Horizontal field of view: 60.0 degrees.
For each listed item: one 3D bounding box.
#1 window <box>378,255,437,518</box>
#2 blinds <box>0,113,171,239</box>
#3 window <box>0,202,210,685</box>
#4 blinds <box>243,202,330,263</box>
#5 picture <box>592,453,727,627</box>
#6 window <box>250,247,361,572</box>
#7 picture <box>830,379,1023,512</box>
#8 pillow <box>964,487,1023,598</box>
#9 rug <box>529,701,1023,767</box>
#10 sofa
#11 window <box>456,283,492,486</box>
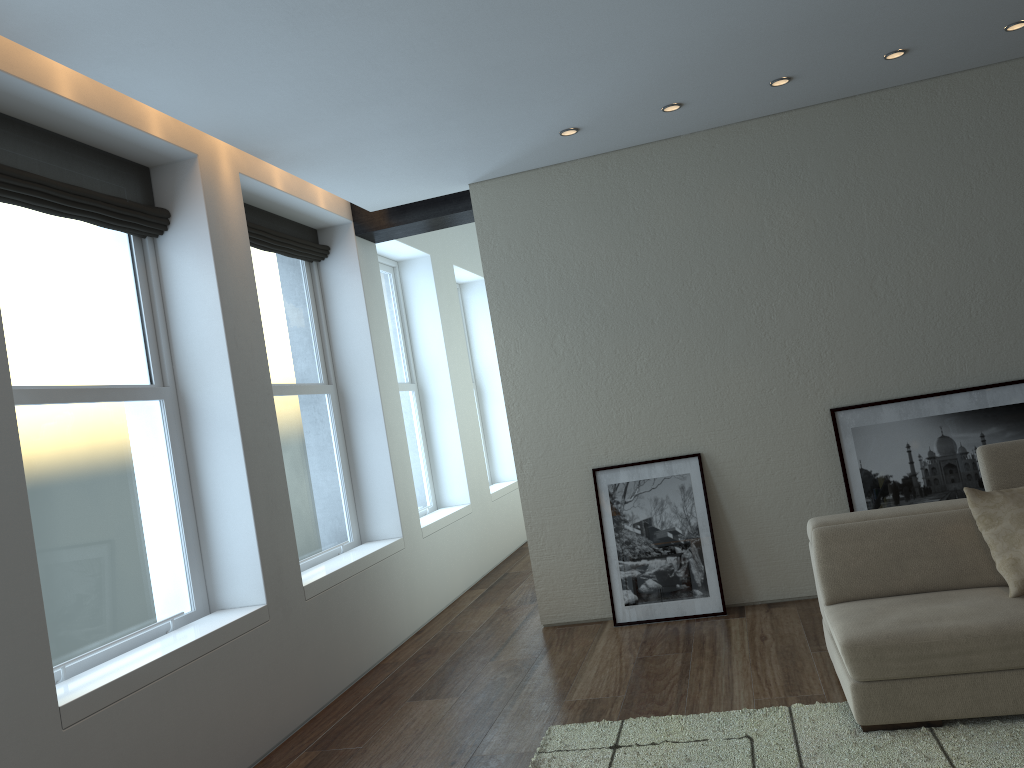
[{"bbox_3d":[-1.046,0.051,7.564,0.123,2.400,1.373,-10,-2,13],"label":"window"},{"bbox_3d":[-2.021,-0.942,3.916,0.156,0.393,1.442,-10,-2,13],"label":"blinds"},{"bbox_3d":[-1.916,0.069,3.895,0.123,2.400,1.443,-10,-2,13],"label":"window"},{"bbox_3d":[-1.591,-1.005,5.770,0.156,0.275,1.563,-10,-2,13],"label":"blinds"},{"bbox_3d":[0.918,0.982,5.596,0.700,0.988,0.195,-10,-2,13],"label":"picture"},{"bbox_3d":[-1.477,0.060,5.746,0.123,2.400,1.563,-10,-2,13],"label":"window"},{"bbox_3d":[2.586,0.617,5.184,1.183,1.140,0.225,-10,-2,13],"label":"picture"},{"bbox_3d":[2.197,0.604,3.632,0.519,0.416,0.368,-10,-2,9],"label":"pillow"},{"bbox_3d":[1.858,1.197,2.036,4.231,0.020,2.972,-10,-2,13],"label":"rug"},{"bbox_3d":[2.572,0.660,3.542,2.581,0.950,1.021,-10,-2,13],"label":"sofa"},{"bbox_3d":[-0.575,0.042,9.551,0.123,2.400,1.289,-10,-2,13],"label":"window"}]
